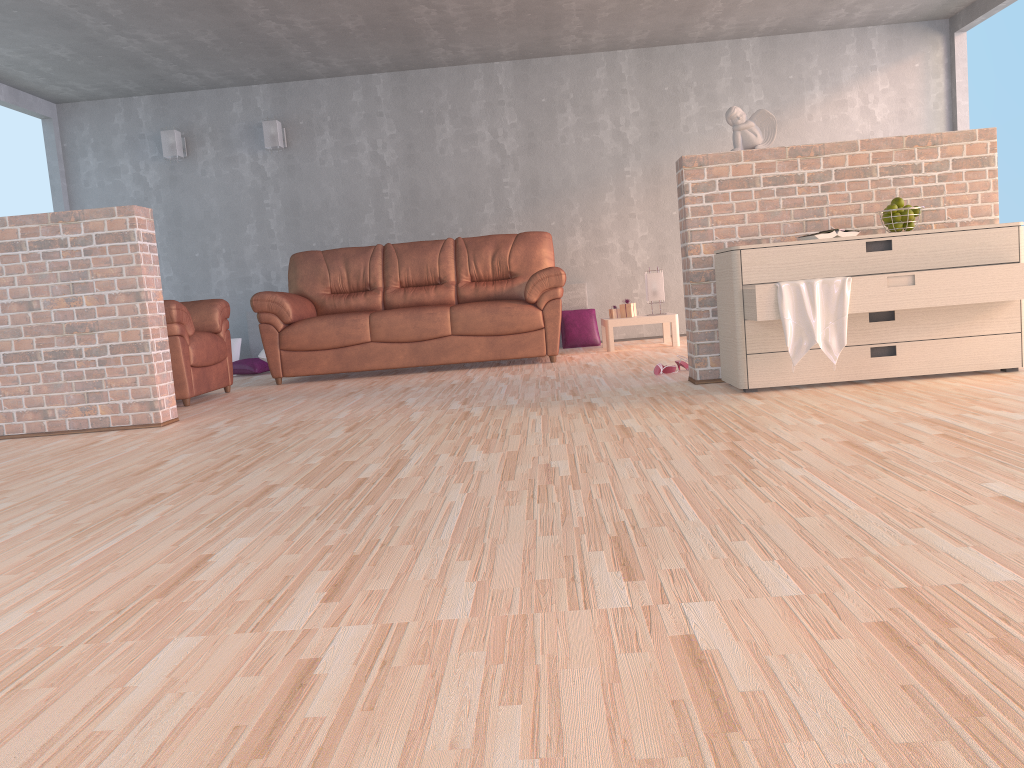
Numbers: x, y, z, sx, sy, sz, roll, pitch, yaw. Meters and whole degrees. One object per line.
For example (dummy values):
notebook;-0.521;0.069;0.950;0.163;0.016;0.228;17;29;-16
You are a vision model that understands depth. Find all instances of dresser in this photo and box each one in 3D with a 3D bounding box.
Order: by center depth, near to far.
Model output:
dresser;1.773;-0.338;3.728;1.686;0.612;0.605;-5;6;2

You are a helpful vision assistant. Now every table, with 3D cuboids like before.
table;0.992;-0.409;6.930;0.548;0.241;0.548;-5;6;2

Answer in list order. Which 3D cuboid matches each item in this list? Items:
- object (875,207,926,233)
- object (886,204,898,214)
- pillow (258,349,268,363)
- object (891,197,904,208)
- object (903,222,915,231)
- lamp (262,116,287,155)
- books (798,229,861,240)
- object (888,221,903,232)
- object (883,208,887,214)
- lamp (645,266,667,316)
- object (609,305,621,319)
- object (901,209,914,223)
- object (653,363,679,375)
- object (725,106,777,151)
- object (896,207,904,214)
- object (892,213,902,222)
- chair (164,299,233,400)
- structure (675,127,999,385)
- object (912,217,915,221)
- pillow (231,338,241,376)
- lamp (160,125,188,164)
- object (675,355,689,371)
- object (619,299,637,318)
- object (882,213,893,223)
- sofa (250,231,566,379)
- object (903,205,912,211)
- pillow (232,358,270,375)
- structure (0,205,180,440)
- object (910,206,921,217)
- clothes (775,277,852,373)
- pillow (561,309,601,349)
object;1.681;-0.703;3.839;0.202;0.104;0.202;-5;6;-4
object;1.628;-0.749;3.800;0.046;0.045;0.046;-5;6;2
pillow;-1.968;-0.214;7.537;0.357;0.205;0.388;-6;6;-11
object;1.669;-0.781;3.838;0.054;0.056;0.054;-5;6;2
object;1.711;-0.682;3.824;0.046;0.048;0.048;-6;6;-9
lamp;-2.046;-2.134;7.623;0.165;0.319;0.177;-5;6;2
books;1.357;-0.639;3.796;0.209;0.040;0.146;-6;6;-8
object;1.656;-0.683;3.831;0.059;0.055;0.060;-10;8;-42
object;1.642;-0.745;3.863;0.049;0.053;0.054;-1;7;33
lamp;1.105;-0.718;6.855;0.140;0.376;0.140;-5;6;2
object;0.831;-0.566;6.920;0.152;0.105;0.080;-8;7;-29
object;1.687;-0.717;3.788;0.057;0.057;0.057;-1;7;35
object;0.821;-0.083;4.739;0.078;0.066;0.192;0;7;38
object;1.106;-1.188;4.124;0.216;0.218;0.131;-5;6;2
object;1.665;-0.742;3.813;0.039;0.038;0.039;-1;7;31
object;1.646;-0.713;3.791;0.038;0.040;0.039;-4;6;11
chair;-2.341;-0.351;5.509;0.936;0.879;0.970;-5;6;2
structure;1.526;-0.588;4.177;1.422;1.057;0.211;-5;6;2
object;1.726;-0.724;3.858;0.053;0.054;0.053;0;7;38
pillow;-2.516;-0.225;7.682;0.327;0.326;0.241;-4;6;6
lamp;-2.927;-2.063;7.657;0.165;0.319;0.168;-5;6;2
object;0.968;-0.115;4.842;0.188;0.085;0.069;0;8;41
object;0.895;-0.587;6.844;0.099;0.147;0.102;-1;7;31
object;1.622;-0.718;3.828;0.046;0.044;0.046;-5;6;-2
sofa;-0.700;-0.617;6.540;2.202;0.923;0.981;-5;6;2
object;1.711;-0.754;3.834;0.043;0.043;0.039;-6;6;-12
pillow;-2.218;-0.152;7.526;0.392;0.130;0.365;-2;6;23
structure;-2.431;-0.271;4.345;1.422;1.057;0.211;-5;6;2
object;1.727;-0.739;3.796;0.047;0.047;0.046;0;8;40
clothes;1.189;-0.227;3.470;0.325;0.369;0.097;-4;6;3
pillow;0.569;-0.469;7.525;0.327;0.326;0.241;-5;6;-4
